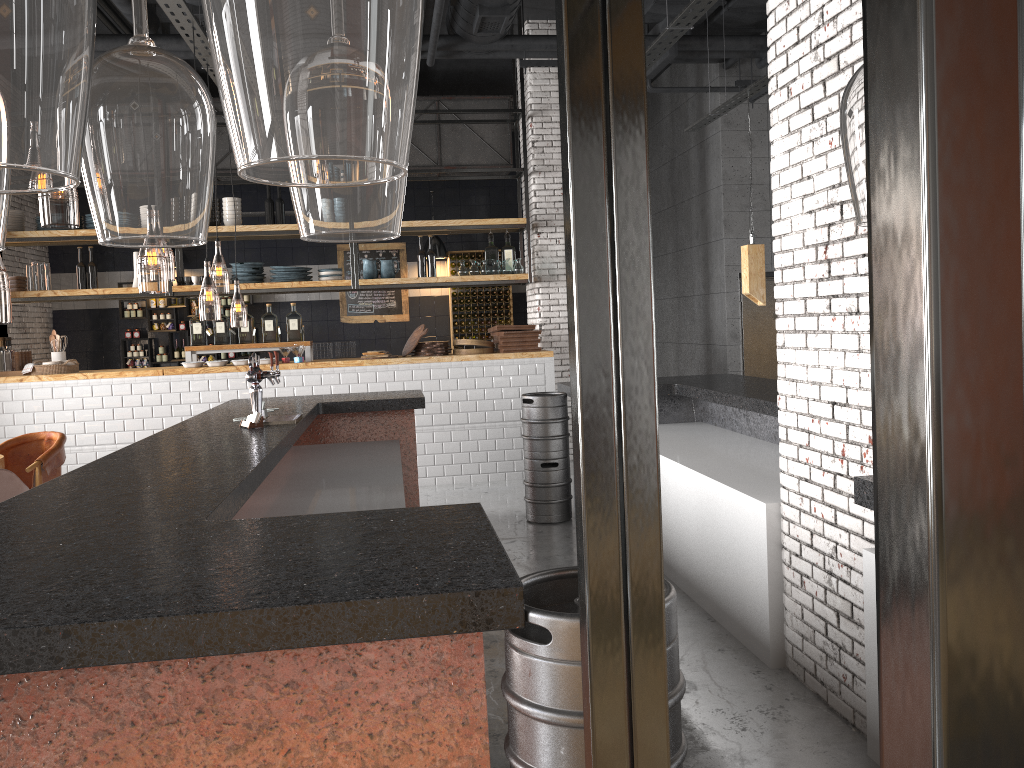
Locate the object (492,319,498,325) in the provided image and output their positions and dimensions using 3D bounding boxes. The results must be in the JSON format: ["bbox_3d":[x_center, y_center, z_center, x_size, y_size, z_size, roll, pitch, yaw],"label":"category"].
[{"bbox_3d":[-0.243,-0.891,12.768,0.079,0.079,0.281,-3,4,-8],"label":"object"}]

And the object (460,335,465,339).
[{"bbox_3d":[-0.704,-0.658,12.734,0.079,0.079,0.281,-3,4,-8],"label":"object"}]

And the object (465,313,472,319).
[{"bbox_3d":[-0.620,-0.976,12.704,0.079,0.079,0.284,-3,4,-8],"label":"object"}]

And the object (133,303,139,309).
[{"bbox_3d":[-5.161,-1.069,12.173,0.071,0.083,0.071,-1,3,17],"label":"object"}]

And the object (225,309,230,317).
[{"bbox_3d":[-3.955,-0.992,12.344,0.076,0.111,0.076,-4,4,-33],"label":"object"}]

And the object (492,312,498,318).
[{"bbox_3d":[-0.248,-0.996,12.764,0.079,0.079,0.284,-3,4,-8],"label":"object"}]

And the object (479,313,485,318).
[{"bbox_3d":[-0.435,-0.986,12.738,0.079,0.079,0.284,-3,4,-8],"label":"object"}]

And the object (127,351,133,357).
[{"bbox_3d":[-5.250,-0.414,12.188,0.071,0.083,0.071,-2,3,2],"label":"object"}]

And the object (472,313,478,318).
[{"bbox_3d":[-0.528,-0.981,12.726,0.079,0.079,0.284,-3,4,-8],"label":"object"}]

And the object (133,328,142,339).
[{"bbox_3d":[-5.162,-0.695,12.212,0.100,0.139,0.088,-3,3,-7],"label":"object"}]

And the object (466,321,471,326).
[{"bbox_3d":[-0.617,-0.872,12.717,0.079,0.079,0.281,-3,4,-8],"label":"object"}]

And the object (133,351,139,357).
[{"bbox_3d":[-5.172,-0.418,12.199,0.071,0.083,0.071,-3,3,-18],"label":"object"}]

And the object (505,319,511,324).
[{"bbox_3d":[-0.056,-0.901,12.793,0.079,0.079,0.281,-3,4,-8],"label":"object"}]

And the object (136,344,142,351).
[{"bbox_3d":[-5.133,-0.503,12.199,0.071,0.083,0.071,0,4,32],"label":"object"}]

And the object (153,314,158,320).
[{"bbox_3d":[-4.911,-0.928,12.214,0.071,0.083,0.071,-1,3,17],"label":"object"}]

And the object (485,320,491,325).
[{"bbox_3d":[-0.338,-0.887,12.771,0.079,0.079,0.281,-3,4,-8],"label":"object"}]

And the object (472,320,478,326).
[{"bbox_3d":[-0.526,-0.878,12.749,0.079,0.079,0.281,-3,4,-8],"label":"object"}]

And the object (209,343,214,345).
[{"bbox_3d":[-4.186,-0.499,12.356,0.100,0.139,0.088,-3,3,-7],"label":"object"}]

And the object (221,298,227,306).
[{"bbox_3d":[-4.001,-1.146,12.331,0.076,0.111,0.076,-2,3,12],"label":"object"}]

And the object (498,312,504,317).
[{"bbox_3d":[-0.156,-1.002,12.792,0.079,0.079,0.284,-3,4,-8],"label":"object"}]

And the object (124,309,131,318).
[{"bbox_3d":[-5.274,-0.967,12.162,0.076,0.111,0.076,-2,3,2],"label":"object"}]

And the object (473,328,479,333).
[{"bbox_3d":[-0.516,-0.770,12.712,0.079,0.079,0.281,-3,4,-8],"label":"object"}]

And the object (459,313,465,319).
[{"bbox_3d":[-0.715,-0.972,12.700,0.079,0.079,0.284,-3,4,-8],"label":"object"}]

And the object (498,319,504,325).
[{"bbox_3d":[-0.146,-0.895,12.758,0.079,0.079,0.281,-3,4,-8],"label":"object"}]

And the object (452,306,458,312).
[{"bbox_3d":[-0.813,-1.072,12.682,0.079,0.079,0.284,-3,4,-8],"label":"object"}]

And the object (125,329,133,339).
[{"bbox_3d":[-5.269,-0.689,12.197,0.100,0.139,0.088,-3,3,-7],"label":"object"}]

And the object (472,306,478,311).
[{"bbox_3d":[-0.529,-1.085,12.698,0.079,0.079,0.284,-3,4,-8],"label":"object"}]

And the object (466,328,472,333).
[{"bbox_3d":[-0.615,-0.768,12.738,0.079,0.079,0.281,-3,4,-8],"label":"object"}]

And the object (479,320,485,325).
[{"bbox_3d":[-0.430,-0.881,12.742,0.079,0.079,0.281,-3,4,-8],"label":"object"}]

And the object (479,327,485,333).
[{"bbox_3d":[-0.424,-0.776,12.738,0.079,0.079,0.281,-3,4,-8],"label":"object"}]

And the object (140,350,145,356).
[{"bbox_3d":[-5.090,-0.422,12.209,0.071,0.083,0.071,-1,3,17],"label":"object"}]

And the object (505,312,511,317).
[{"bbox_3d":[-0.058,-1.004,12.770,0.079,0.079,0.284,-3,4,-8],"label":"object"}]

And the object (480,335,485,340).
[{"bbox_3d":[-0.421,-0.672,12.752,0.079,0.079,0.281,-3,4,-8],"label":"object"}]

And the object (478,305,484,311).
[{"bbox_3d":[-0.436,-1.090,12.714,0.079,0.079,0.284,-3,4,-8],"label":"object"}]

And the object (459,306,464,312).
[{"bbox_3d":[-0.722,-1.078,12.715,0.079,0.079,0.284,-3,4,-8],"label":"object"}]

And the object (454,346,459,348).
[{"bbox_3d":[-0.792,-0.548,12.722,0.079,0.079,0.281,-3,4,-8],"label":"object"}]

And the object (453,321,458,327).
[{"bbox_3d":[-0.806,-0.863,12.707,0.079,0.079,0.281,-3,4,-8],"label":"object"}]

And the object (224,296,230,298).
[{"bbox_3d":[-3.966,-1.259,12.334,0.076,0.111,0.076,-3,3,-3],"label":"object"}]

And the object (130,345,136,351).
[{"bbox_3d":[-5.210,-0.500,12.195,0.071,0.083,0.071,-1,3,17],"label":"object"}]

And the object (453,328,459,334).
[{"bbox_3d":[-0.798,-0.757,12.687,0.079,0.079,0.281,-3,4,-8],"label":"object"}]

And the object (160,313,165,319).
[{"bbox_3d":[-4.818,-0.932,12.226,0.071,0.083,0.071,-3,3,-18],"label":"object"}]

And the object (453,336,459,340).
[{"bbox_3d":[-0.795,-0.652,12.701,0.079,0.079,0.281,-3,4,-8],"label":"object"}]

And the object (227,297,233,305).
[{"bbox_3d":[-3.920,-1.150,12.344,0.076,0.111,0.076,-3,3,-13],"label":"object"}]

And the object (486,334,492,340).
[{"bbox_3d":[-0.329,-0.678,12.780,0.079,0.079,0.281,-3,4,-8],"label":"object"}]

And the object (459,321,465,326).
[{"bbox_3d":[-0.708,-0.866,12.685,0.079,0.079,0.281,-3,4,-8],"label":"object"}]

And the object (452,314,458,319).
[{"bbox_3d":[-0.805,-0.965,12.664,0.079,0.079,0.284,-3,4,-8],"label":"object"}]

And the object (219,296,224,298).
[{"bbox_3d":[-4.047,-1.255,12.321,0.076,0.111,0.076,-4,4,-33],"label":"object"}]

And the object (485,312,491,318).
[{"bbox_3d":[-0.344,-0.992,12.771,0.079,0.079,0.284,-3,4,-8],"label":"object"}]

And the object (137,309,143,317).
[{"bbox_3d":[-5.111,-0.975,12.186,0.076,0.111,0.076,-3,3,-13],"label":"object"}]

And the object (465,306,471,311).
[{"bbox_3d":[-0.628,-1.082,12.723,0.079,0.079,0.284,-3,4,-8],"label":"object"}]

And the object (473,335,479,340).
[{"bbox_3d":[-0.512,-0.666,12.721,0.079,0.079,0.281,-3,4,-8],"label":"object"}]

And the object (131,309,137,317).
[{"bbox_3d":[-5.193,-0.971,12.173,0.076,0.111,0.076,-2,3,12],"label":"object"}]

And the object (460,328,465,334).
[{"bbox_3d":[-0.703,-0.761,12.686,0.079,0.079,0.281,-3,4,-8],"label":"object"}]

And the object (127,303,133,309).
[{"bbox_3d":[-5.242,-1.065,12.162,0.071,0.083,0.071,-3,3,-18],"label":"object"}]

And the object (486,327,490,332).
[{"bbox_3d":[-0.332,-0.781,12.760,0.079,0.079,0.281,-3,4,-8],"label":"object"}]

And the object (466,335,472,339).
[{"bbox_3d":[-0.608,-0.662,12.727,0.079,0.079,0.281,-3,4,-8],"label":"object"}]
